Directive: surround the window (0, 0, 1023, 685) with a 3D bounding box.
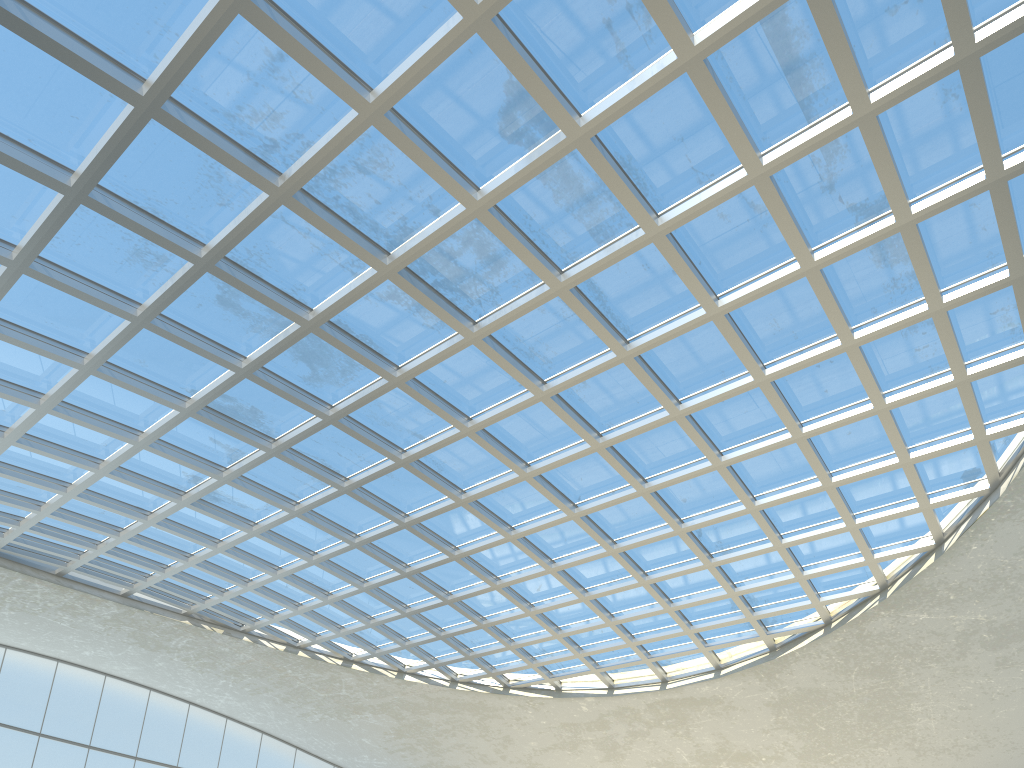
[{"bbox_3d":[-9.346,7.187,48.744,82.142,9.636,87.971,-22,-44,32],"label":"window"}]
